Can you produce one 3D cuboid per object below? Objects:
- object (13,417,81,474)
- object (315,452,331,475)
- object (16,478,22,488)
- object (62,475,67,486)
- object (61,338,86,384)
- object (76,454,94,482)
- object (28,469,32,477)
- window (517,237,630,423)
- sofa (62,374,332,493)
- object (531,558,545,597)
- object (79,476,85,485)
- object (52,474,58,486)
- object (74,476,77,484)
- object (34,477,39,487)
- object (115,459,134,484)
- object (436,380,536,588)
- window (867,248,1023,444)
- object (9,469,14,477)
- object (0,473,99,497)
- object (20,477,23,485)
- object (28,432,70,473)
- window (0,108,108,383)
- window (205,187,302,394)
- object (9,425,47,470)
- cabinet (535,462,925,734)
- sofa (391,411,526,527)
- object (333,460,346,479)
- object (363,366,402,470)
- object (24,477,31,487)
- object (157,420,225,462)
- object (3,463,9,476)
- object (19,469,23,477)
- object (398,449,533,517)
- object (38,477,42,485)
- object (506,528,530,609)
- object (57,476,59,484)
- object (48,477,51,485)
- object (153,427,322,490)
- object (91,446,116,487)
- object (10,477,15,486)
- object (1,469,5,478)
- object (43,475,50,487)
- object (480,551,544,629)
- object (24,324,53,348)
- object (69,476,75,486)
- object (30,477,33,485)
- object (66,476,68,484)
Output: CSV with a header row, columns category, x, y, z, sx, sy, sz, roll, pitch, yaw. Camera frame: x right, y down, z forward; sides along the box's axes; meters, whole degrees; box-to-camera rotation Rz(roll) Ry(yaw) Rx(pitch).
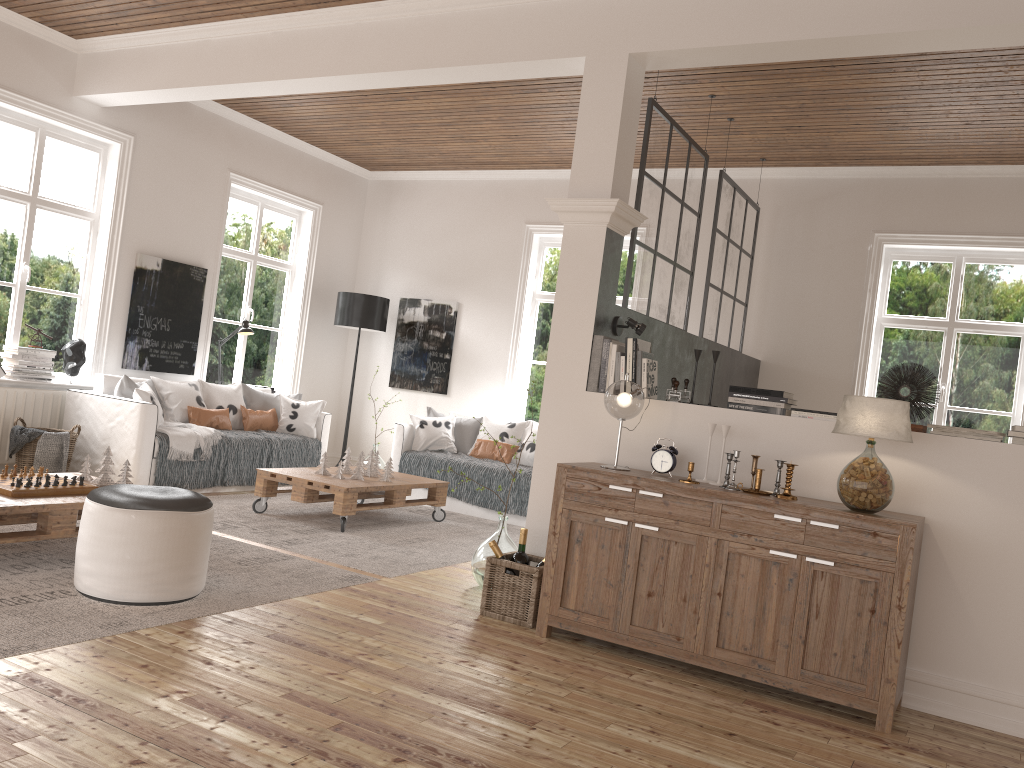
category,x,y,z,sx,sy,sz,roll,pitch,yaw
object,-3.168,0.464,6.005,0.393,0.432,0.393,8,0,-39
object,-1.280,0.538,6.059,0.093,0.161,0.088,7,0,38
object,-2.181,0.437,3.918,0.019,0.040,0.019,7,0,25
object,-2.075,0.448,4.114,0.022,0.047,0.022,8,0,-29
object,-3.262,-0.172,6.591,0.171,0.340,0.177,7,0,-25
object,-2.183,0.425,4.552,0.079,0.137,0.075,7,0,-12
object,-2.302,0.425,4.240,0.017,0.037,0.017,8,0,-42
window,0.603,-0.412,8.166,1.055,1.872,0.120,7,0,29
sofa,-2.406,0.393,7.020,0.866,0.776,1.960,7,0,29
object,0.134,0.899,4.149,0.127,0.361,0.094,7,0,29
object,-2.033,0.457,4.190,0.019,0.040,0.019,8,0,-27
object,-2.096,0.441,4.074,0.025,0.055,0.025,8,0,-29
object,-2.073,0.454,4.209,0.017,0.037,0.017,8,0,-42
object,-2.139,0.439,3.997,0.022,0.047,0.022,7,0,-3
object,-1.898,0.448,4.355,0.082,0.160,0.082,7,0,18
object,-0.140,0.509,4.625,0.515,1.117,0.275,7,0,-4
window,3.263,-0.080,6.681,1.055,1.872,0.120,7,0,29
object,-2.348,0.419,4.162,0.017,0.037,0.017,8,0,-42
object,-2.246,0.468,4.129,0.429,0.036,0.429,7,0,29
object,-2.202,0.436,3.979,0.017,0.037,0.017,8,0,-42
object,-3.144,0.478,5.968,0.290,0.356,0.349,8,0,-32
window,-3.464,-0.946,6.344,0.120,1.872,1.055,7,0,29
window,-2.424,-0.801,8.239,0.120,1.872,1.055,7,0,29
object,-3.191,0.455,5.937,0.303,0.332,0.367,7,0,20
cabinet,0.863,0.805,3.664,1.432,0.750,0.408,7,0,29
sofa,0.014,0.706,7.383,1.960,0.776,0.866,7,0,29
object,-1.157,0.572,5.964,0.068,0.124,0.072,7,0,14
object,-1.155,0.401,8.312,0.515,1.117,0.275,8,-1,-44
object,-2.161,0.437,3.959,0.026,0.044,0.026,7,0,-16
object,-2.488,0.391,6.572,0.729,0.255,0.588,7,0,33
object,-2.385,0.403,4.183,0.025,0.058,0.025,7,0,-16
object,-2.325,0.422,4.202,0.017,0.037,0.017,8,0,-42
object,-0.065,0.802,7.251,1.704,0.390,0.656,7,0,29
object,-2.157,0.442,4.055,0.017,0.037,0.017,8,0,-42
object,0.035,0.873,4.203,0.095,0.377,0.095,7,0,-25
object,-2.116,0.448,4.131,0.017,0.037,0.017,8,0,-42
object,-2.137,0.445,4.094,0.017,0.037,0.017,8,0,-42
object,-2.285,0.556,6.952,0.651,0.423,1.680,7,0,29
object,-2.037,0.410,4.463,0.111,0.204,0.118,8,0,-38
object,-2.219,0.433,3.944,0.017,0.037,0.017,7,0,10
object,-2.368,0.416,4.125,0.017,0.037,0.017,8,0,-42
object,-2.116,0.436,4.036,0.025,0.058,0.025,7,0,-16
object,0.050,0.948,4.115,0.276,0.270,0.276,7,0,29
object,-3.385,-0.341,6.336,0.177,0.161,0.092,7,0,-3
object,-2.056,0.452,4.152,0.026,0.044,0.026,7,0,-16
object,-2.180,0.439,4.020,0.017,0.037,0.017,8,0,-42
object,-2.096,0.451,4.170,0.017,0.037,0.017,8,0,-42
